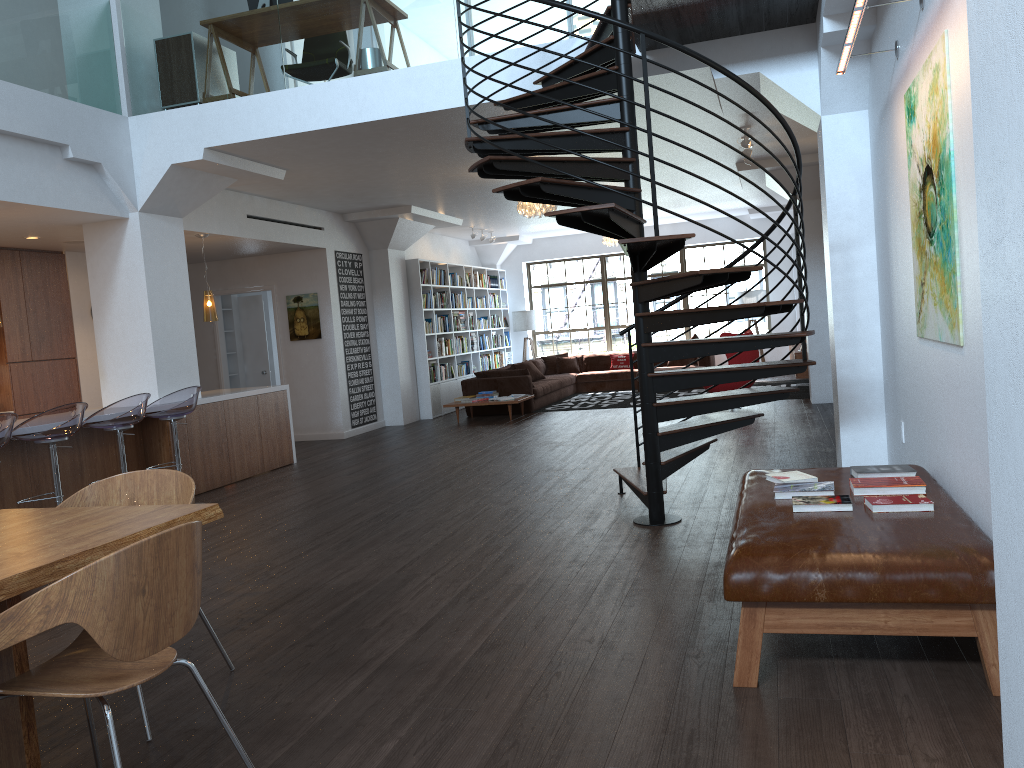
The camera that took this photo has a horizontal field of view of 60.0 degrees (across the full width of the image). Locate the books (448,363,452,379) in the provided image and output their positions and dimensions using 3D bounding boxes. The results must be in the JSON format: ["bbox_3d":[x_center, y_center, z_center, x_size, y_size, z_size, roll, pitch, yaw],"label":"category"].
[{"bbox_3d":[-1.077,-0.208,14.335,0.183,0.253,0.042,-4,4,17],"label":"books"}]

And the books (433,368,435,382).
[{"bbox_3d":[-1.268,-0.132,13.648,0.161,0.223,0.032,-4,4,17],"label":"books"}]

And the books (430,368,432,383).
[{"bbox_3d":[-1.306,-0.122,13.536,0.161,0.223,0.032,-4,4,17],"label":"books"}]

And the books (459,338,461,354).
[{"bbox_3d":[-0.950,-0.630,14.824,0.183,0.253,0.034,-4,4,16],"label":"books"}]

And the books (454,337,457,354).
[{"bbox_3d":[-1.016,-0.629,14.647,0.198,0.284,0.066,-4,4,16],"label":"books"}]

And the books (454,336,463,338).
[{"bbox_3d":[-0.903,-0.665,15.012,0.176,0.290,0.036,-4,4,16],"label":"books"}]

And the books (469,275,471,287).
[{"bbox_3d":[-0.804,-1.802,15.570,0.161,0.223,0.032,-4,4,17],"label":"books"}]

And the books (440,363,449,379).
[{"bbox_3d":[-1.107,-0.203,14.254,0.180,0.259,0.042,-4,4,17],"label":"books"}]

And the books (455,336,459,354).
[{"bbox_3d":[-0.977,-0.642,14.751,0.176,0.290,0.053,-4,4,16],"label":"books"}]

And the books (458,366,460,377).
[{"bbox_3d":[-0.940,-0.209,14.769,0.128,0.178,0.022,-4,4,17],"label":"books"}]

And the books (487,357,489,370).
[{"bbox_3d":[-0.522,-0.370,16.204,0.171,0.246,0.057,-4,4,16],"label":"books"}]

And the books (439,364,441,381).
[{"bbox_3d":[-1.222,-0.183,13.893,0.198,0.284,0.049,-4,4,17],"label":"books"}]

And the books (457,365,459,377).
[{"bbox_3d":[-0.961,-0.214,14.719,0.136,0.196,0.045,-4,4,17],"label":"books"}]

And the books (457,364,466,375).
[{"bbox_3d":[-0.855,-0.242,15.061,0.139,0.191,0.036,-4,4,17],"label":"books"}]

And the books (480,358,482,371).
[{"bbox_3d":[-0.641,-0.340,15.833,0.183,0.253,0.034,-4,4,16],"label":"books"}]

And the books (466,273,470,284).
[{"bbox_3d":[-0.823,-1.813,15.542,0.160,0.251,0.031,-4,4,17],"label":"books"}]

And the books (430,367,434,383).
[{"bbox_3d":[-1.294,-0.134,13.576,0.174,0.240,0.054,-4,4,17],"label":"books"}]

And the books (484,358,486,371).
[{"bbox_3d":[-0.560,-0.346,16.049,0.161,0.223,0.026,-4,4,16],"label":"books"}]

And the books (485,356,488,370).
[{"bbox_3d":[-0.532,-0.370,16.160,0.183,0.253,0.034,-4,4,16],"label":"books"}]

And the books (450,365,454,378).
[{"bbox_3d":[-1.052,-0.206,14.422,0.174,0.236,0.142,-4,4,16],"label":"books"}]

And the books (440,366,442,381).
[{"bbox_3d":[-1.182,-0.160,13.958,0.161,0.223,0.032,-4,4,17],"label":"books"}]

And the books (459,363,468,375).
[{"bbox_3d":[-0.835,-0.252,15.117,0.146,0.202,0.027,-4,4,17],"label":"books"}]

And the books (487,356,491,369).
[{"bbox_3d":[-0.485,-0.384,16.313,0.183,0.253,0.034,-4,4,16],"label":"books"}]

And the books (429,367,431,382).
[{"bbox_3d":[-1.325,-0.132,13.508,0.160,0.251,0.031,-4,4,17],"label":"books"}]

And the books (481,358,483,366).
[{"bbox_3d":[-0.610,-0.338,15.935,0.168,0.231,0.037,-4,4,16],"label":"books"}]

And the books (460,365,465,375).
[{"bbox_3d":[-0.867,-0.228,15.007,0.126,0.173,0.032,-4,4,17],"label":"books"}]

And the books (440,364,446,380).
[{"bbox_3d":[-1.149,-0.189,14.108,0.183,0.253,0.042,-4,4,17],"label":"books"}]

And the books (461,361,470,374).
[{"bbox_3d":[-0.798,-0.281,15.278,0.140,0.231,0.042,-4,4,17],"label":"books"}]

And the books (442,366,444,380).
[{"bbox_3d":[-1.161,-0.167,14.042,0.161,0.223,0.033,-4,4,17],"label":"books"}]

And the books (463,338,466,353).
[{"bbox_3d":[-0.887,-0.653,15.059,0.180,0.259,0.060,-4,4,16],"label":"books"}]

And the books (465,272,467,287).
[{"bbox_3d":[-0.881,-1.796,15.328,0.183,0.253,0.042,-4,4,17],"label":"books"}]

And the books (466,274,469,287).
[{"bbox_3d":[-0.857,-1.794,15.412,0.174,0.236,0.136,-4,4,16],"label":"books"}]

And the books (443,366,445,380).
[{"bbox_3d":[-1.147,-0.161,14.072,0.161,0.223,0.030,-4,4,16],"label":"books"}]

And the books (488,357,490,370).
[{"bbox_3d":[-0.506,-0.373,16.280,0.174,0.240,0.045,-4,4,16],"label":"books"}]

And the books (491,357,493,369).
[{"bbox_3d":[-0.446,-0.381,16.461,0.161,0.223,0.027,-4,4,16],"label":"books"}]

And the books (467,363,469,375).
[{"bbox_3d":[-0.816,-0.259,15.196,0.146,0.202,0.027,-4,4,17],"label":"books"}]

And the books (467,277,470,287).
[{"bbox_3d":[-0.833,-1.784,15.463,0.161,0.207,0.130,-4,4,16],"label":"books"}]

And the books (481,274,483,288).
[{"bbox_3d":[-0.626,-1.873,16.200,0.183,0.253,0.034,-4,4,17],"label":"books"}]

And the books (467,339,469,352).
[{"bbox_3d":[-0.832,-0.650,15.223,0.161,0.223,0.026,-4,4,16],"label":"books"}]

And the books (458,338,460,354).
[{"bbox_3d":[-0.963,-0.627,14.793,0.183,0.253,0.034,-4,4,16],"label":"books"}]

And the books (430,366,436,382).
[{"bbox_3d":[-1.273,-0.150,13.686,0.183,0.253,0.042,-4,4,17],"label":"books"}]

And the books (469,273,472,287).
[{"bbox_3d":[-0.801,-1.819,15.605,0.160,0.251,0.039,-4,4,17],"label":"books"}]

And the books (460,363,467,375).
[{"bbox_3d":[-0.851,-0.250,15.093,0.146,0.202,0.027,-4,4,17],"label":"books"}]

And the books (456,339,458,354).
[{"bbox_3d":[-0.988,-0.617,14.688,0.160,0.250,0.026,-4,4,16],"label":"books"}]

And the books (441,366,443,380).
[{"bbox_3d":[-1.180,-0.167,14.002,0.176,0.231,0.053,-4,4,17],"label":"books"}]

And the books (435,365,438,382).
[{"bbox_3d":[-1.249,-0.156,13.765,0.180,0.251,0.048,-4,4,17],"label":"books"}]

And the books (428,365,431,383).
[{"bbox_3d":[-1.346,-0.145,13.471,0.198,0.284,0.049,-4,4,17],"label":"books"}]

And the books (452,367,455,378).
[{"bbox_3d":[-1.027,-0.197,14.475,0.161,0.207,0.135,-4,4,16],"label":"books"}]

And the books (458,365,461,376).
[{"bbox_3d":[-0.935,-0.216,14.817,0.134,0.184,0.030,-4,4,17],"label":"books"}]

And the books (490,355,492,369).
[{"bbox_3d":[-0.470,-0.393,16.395,0.180,0.259,0.060,-4,4,16],"label":"books"}]

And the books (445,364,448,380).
[{"bbox_3d":[-1.124,-0.190,14.178,0.171,0.246,0.039,-4,4,17],"label":"books"}]

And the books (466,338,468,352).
[{"bbox_3d":[-0.853,-0.655,15.192,0.174,0.240,0.045,-4,4,16],"label":"books"}]

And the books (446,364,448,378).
[{"bbox_3d":[-1.116,-0.195,14.216,0.160,0.251,0.039,-4,4,17],"label":"books"}]

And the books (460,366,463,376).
[{"bbox_3d":[-0.893,-0.216,14.910,0.120,0.167,0.020,-4,4,17],"label":"books"}]
